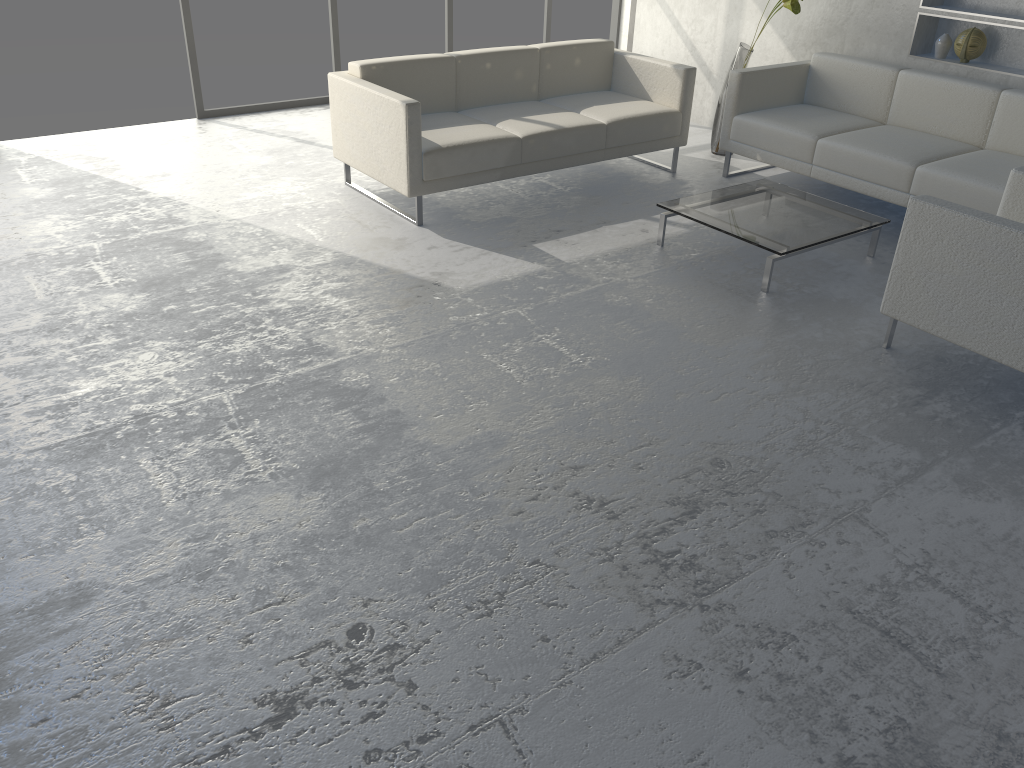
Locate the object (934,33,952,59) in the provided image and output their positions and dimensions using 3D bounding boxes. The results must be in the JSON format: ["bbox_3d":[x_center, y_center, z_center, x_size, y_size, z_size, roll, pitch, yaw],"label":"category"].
[{"bbox_3d":[2.376,-1.864,4.887,0.086,0.128,0.086,-12,33,-23],"label":"object"}]

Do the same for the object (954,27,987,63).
[{"bbox_3d":[2.444,-1.817,4.757,0.163,0.179,0.088,27,38,36],"label":"object"}]

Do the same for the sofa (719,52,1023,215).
[{"bbox_3d":[2.072,-1.235,4.627,0.821,0.658,1.881,-19,36,-32],"label":"sofa"}]

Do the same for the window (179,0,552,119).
[{"bbox_3d":[-0.435,-3.414,6.420,4.080,2.477,0.037,-19,36,-32],"label":"window"}]

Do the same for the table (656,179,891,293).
[{"bbox_3d":[1.197,-0.712,4.137,0.773,0.190,0.730,-19,36,-32],"label":"table"}]

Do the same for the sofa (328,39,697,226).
[{"bbox_3d":[0.044,-1.456,4.883,1.881,0.658,0.821,-19,36,-32],"label":"sofa"}]

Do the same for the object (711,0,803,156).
[{"bbox_3d":[1.483,-1.868,5.296,0.387,1.051,0.400,-3,30,-8],"label":"object"}]

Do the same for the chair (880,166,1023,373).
[{"bbox_3d":[1.877,-0.349,3.082,0.748,0.662,0.821,-19,36,-32],"label":"chair"}]
